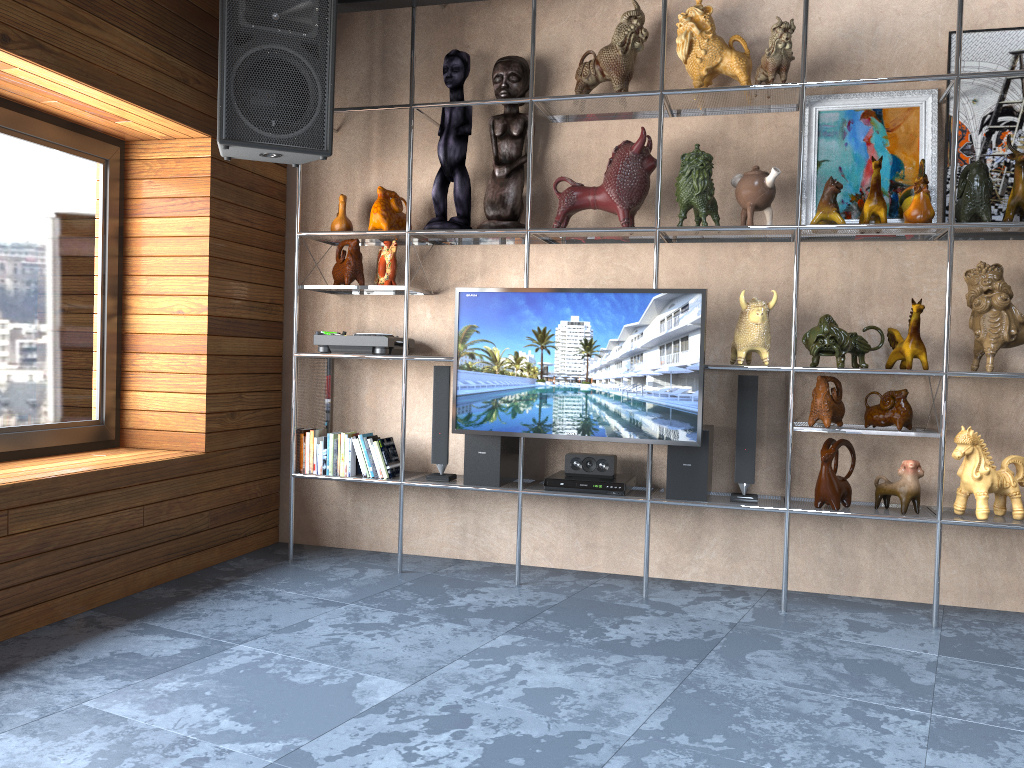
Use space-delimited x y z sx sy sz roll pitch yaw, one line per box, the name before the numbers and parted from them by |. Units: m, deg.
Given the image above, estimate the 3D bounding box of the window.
window | -2.616 -0.361 1.322 0.101 1.522 5.936 2 2 16

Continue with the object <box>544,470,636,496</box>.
object | 0.353 0.445 3.985 0.360 0.058 0.325 2 2 16

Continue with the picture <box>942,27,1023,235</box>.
picture | 2.071 -1.043 3.650 0.529 0.863 0.090 2 2 16

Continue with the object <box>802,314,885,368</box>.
object | 1.344 -0.175 3.664 0.403 0.221 0.192 0 2 -37

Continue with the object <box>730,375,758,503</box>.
object | 0.995 0.229 3.767 0.112 0.533 0.112 2 2 16

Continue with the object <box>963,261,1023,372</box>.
object | 2.002 -0.263 3.494 0.405 0.451 0.210 2 1 8

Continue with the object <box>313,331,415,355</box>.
object | -0.719 -0.199 4.282 0.404 0.114 0.320 2 2 16

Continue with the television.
television | 0.272 -0.084 3.762 1.075 0.638 0.115 2 2 16

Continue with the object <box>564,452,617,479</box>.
object | 0.354 0.366 3.978 0.223 0.101 0.080 2 2 16

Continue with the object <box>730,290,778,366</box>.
object | 1.001 -0.233 3.734 0.154 0.310 0.325 2 2 1

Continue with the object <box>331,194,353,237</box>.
object | -0.812 -0.819 4.280 0.107 0.209 0.233 2 2 3

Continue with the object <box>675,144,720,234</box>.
object | 0.793 -0.829 3.770 0.167 0.356 0.255 3 2 35

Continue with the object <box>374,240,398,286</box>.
object | -0.602 -0.568 4.239 0.060 0.223 0.267 1 2 -28

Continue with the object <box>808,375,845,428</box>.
object | 1.315 0.072 3.684 0.108 0.214 0.217 3 2 41

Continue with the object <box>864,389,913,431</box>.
object | 1.524 0.101 3.601 0.105 0.168 0.210 1 2 -34

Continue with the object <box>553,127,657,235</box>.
object | 0.408 -0.886 3.895 0.462 0.440 0.219 2 2 16

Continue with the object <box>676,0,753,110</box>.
object | 0.885 -1.452 3.867 0.328 0.458 0.215 2 2 21

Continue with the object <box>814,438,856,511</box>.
object | 1.327 0.369 3.659 0.114 0.290 0.249 3 2 41

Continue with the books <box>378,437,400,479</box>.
books | -0.575 0.349 4.208 0.081 0.185 0.138 2 2 16

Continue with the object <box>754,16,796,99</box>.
object | 1.094 -1.348 3.666 0.131 0.280 0.208 2 2 -2

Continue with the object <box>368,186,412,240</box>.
object | -0.570 -0.810 4.214 0.138 0.222 0.278 2 2 26

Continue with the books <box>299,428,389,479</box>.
books | -0.779 0.330 4.251 0.461 0.208 0.139 2 2 16

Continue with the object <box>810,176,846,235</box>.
object | 1.319 -0.738 3.694 0.137 0.207 0.272 2 2 20

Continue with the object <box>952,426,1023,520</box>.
object | 1.904 0.349 3.518 0.375 0.363 0.170 1 2 -18

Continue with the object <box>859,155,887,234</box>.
object | 1.482 -0.771 3.636 0.097 0.290 0.290 2 2 14

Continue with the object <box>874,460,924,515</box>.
object | 1.553 0.409 3.592 0.119 0.220 0.212 0 2 -40

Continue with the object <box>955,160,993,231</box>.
object | 1.840 -0.742 3.533 0.126 0.249 0.253 2 2 21

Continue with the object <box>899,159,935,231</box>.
object | 1.638 -0.759 3.570 0.123 0.270 0.227 2 2 16

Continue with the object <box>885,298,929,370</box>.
object | 1.601 -0.199 3.614 0.097 0.290 0.290 2 2 -4

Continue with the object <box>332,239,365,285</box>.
object | -0.796 -0.579 4.290 0.116 0.229 0.233 1 2 -34

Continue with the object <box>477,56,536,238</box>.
object | -0.023 -1.106 4.094 0.237 0.840 0.305 2 2 18

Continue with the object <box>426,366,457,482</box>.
object | -0.322 0.181 4.144 0.112 0.533 0.112 2 2 16

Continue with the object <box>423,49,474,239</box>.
object | -0.286 -1.137 4.147 0.244 0.879 0.244 3 2 44

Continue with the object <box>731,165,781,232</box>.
object | 1.013 -0.776 3.696 0.237 0.266 0.164 3 2 33

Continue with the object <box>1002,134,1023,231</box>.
object | 1.984 -0.790 3.465 0.116 0.358 0.198 2 2 23

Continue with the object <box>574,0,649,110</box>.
object | 0.442 -1.460 3.953 0.328 0.442 0.207 2 2 9

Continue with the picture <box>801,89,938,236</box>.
picture | 1.516 -0.942 3.782 0.544 0.625 0.136 2 2 16

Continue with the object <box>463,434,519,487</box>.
object | -0.088 0.306 4.131 0.175 0.303 0.343 2 2 16

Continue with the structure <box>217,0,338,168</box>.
structure | -1.016 -1.303 3.732 0.461 0.735 0.488 1 2 -24

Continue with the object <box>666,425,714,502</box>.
object | 0.780 0.337 3.883 0.175 0.303 0.343 2 2 16

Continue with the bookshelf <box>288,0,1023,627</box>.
bookshelf | 4.231 -2.075 2.863 10.738 6.219 0.421 2 2 16
